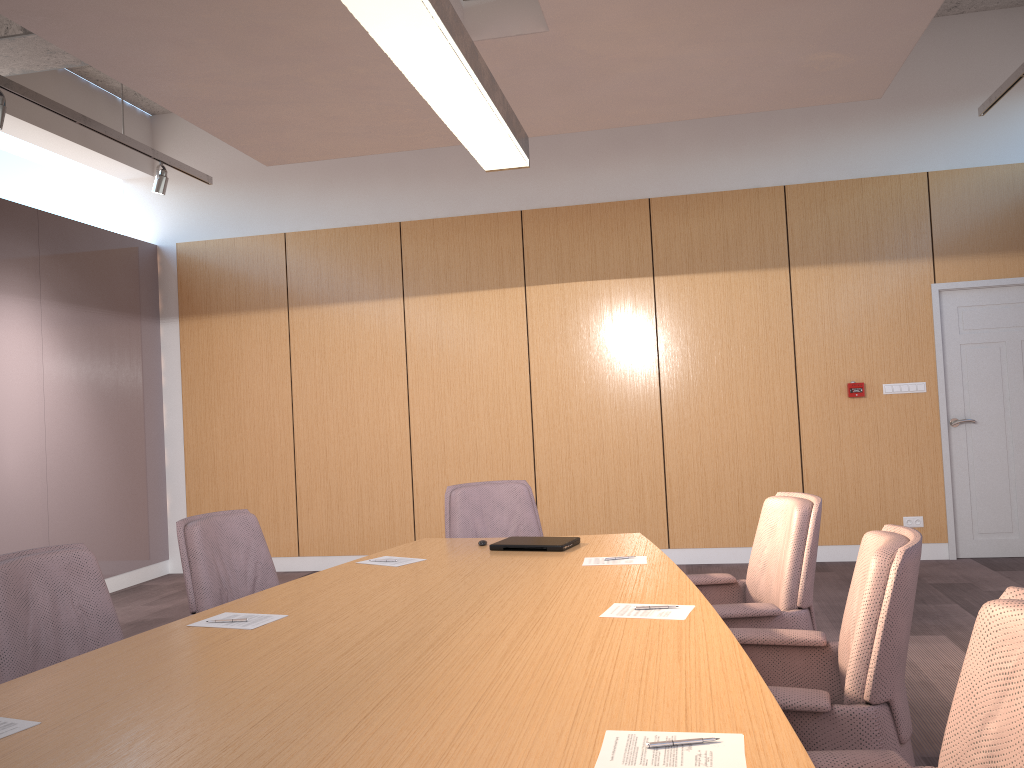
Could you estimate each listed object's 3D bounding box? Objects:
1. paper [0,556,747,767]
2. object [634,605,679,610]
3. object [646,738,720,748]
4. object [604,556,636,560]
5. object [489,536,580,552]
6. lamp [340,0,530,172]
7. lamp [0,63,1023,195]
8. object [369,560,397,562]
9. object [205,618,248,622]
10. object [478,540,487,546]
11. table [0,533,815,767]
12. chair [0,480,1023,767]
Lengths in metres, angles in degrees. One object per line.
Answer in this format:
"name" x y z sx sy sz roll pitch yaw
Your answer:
"paper" -0.666 0.603 0.214 1.713 0.001 6.800 -3 -2 11
"object" 0.399 0.617 2.449 0.125 0.009 0.009 -3 -2 2
"object" 0.283 0.590 1.463 0.125 0.009 0.009 -3 -2 -6
"object" 0.401 0.644 3.282 0.125 0.009 0.009 -3 -2 -10
"object" 0.097 0.666 3.696 0.325 0.026 0.231 -4 -2 23
"lamp" -0.725 -1.965 0.575 0.200 1.864 6.974 -3 -2 11
"lamp" -0.719 -2.239 0.475 5.699 1.321 12.467 -3 -2 11
"object" -0.510 0.698 3.503 0.125 0.009 0.009 -4 -2 19
"object" -0.824 0.683 2.560 0.125 0.009 0.009 -3 -2 4
"object" -0.127 0.684 3.827 0.039 0.019 0.070 -3 -2 5
"table" -0.658 0.975 0.110 1.885 0.748 8.000 -3 -2 11
"chair" -0.691 0.872 0.011 3.001 0.948 9.673 -3 -2 12
